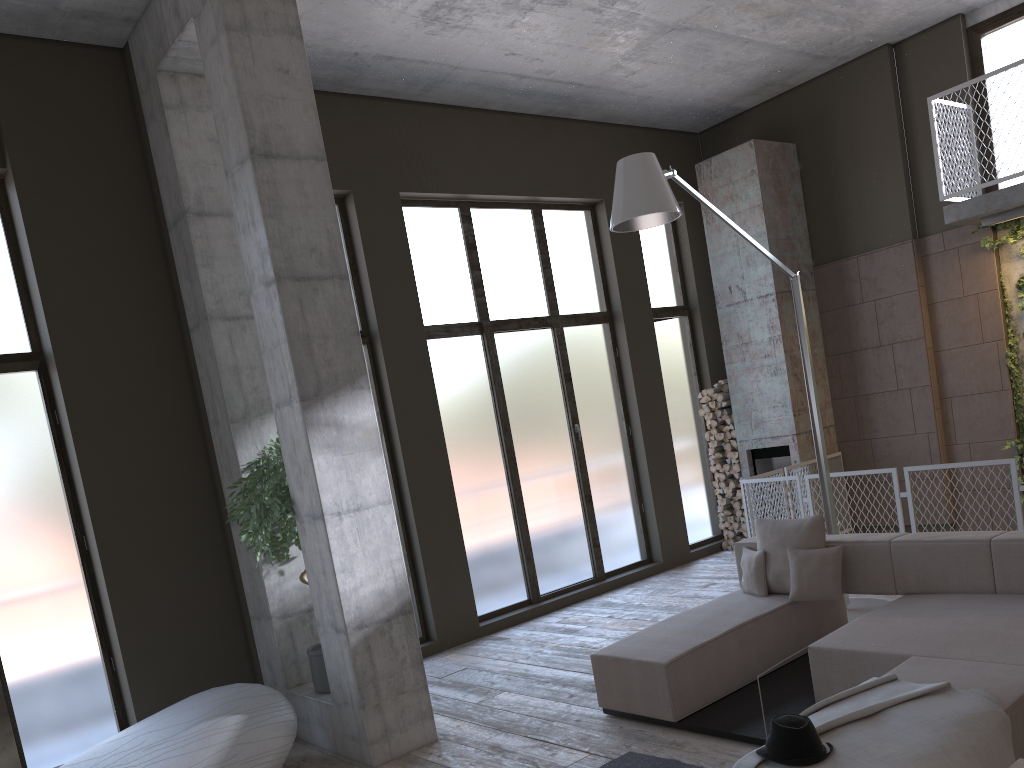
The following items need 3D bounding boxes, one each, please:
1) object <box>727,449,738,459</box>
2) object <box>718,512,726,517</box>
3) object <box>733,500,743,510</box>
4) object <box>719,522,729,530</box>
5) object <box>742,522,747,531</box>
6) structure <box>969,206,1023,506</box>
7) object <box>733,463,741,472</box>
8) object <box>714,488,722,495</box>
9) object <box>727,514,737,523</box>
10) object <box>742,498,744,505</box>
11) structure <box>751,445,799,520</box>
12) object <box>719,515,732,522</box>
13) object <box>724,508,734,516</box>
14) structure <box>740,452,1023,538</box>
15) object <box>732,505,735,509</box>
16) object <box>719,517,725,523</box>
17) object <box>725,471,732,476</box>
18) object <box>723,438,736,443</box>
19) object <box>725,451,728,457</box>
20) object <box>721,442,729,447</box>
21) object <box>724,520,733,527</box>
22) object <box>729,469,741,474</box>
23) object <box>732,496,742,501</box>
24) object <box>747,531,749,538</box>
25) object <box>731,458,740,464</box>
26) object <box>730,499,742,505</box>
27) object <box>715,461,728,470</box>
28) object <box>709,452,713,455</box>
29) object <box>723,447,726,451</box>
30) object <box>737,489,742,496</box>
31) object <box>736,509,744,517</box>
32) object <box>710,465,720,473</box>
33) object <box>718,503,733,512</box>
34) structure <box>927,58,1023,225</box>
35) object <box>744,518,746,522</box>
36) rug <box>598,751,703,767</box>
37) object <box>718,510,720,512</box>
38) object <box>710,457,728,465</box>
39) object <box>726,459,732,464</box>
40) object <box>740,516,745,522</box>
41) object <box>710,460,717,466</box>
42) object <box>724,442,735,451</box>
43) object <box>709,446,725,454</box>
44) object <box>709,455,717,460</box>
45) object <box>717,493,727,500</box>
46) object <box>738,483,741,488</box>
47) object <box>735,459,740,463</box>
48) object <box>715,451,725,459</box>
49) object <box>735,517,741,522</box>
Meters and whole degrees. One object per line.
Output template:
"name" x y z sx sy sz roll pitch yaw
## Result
"object" 2.776 0.825 10.630 0.431 0.094 0.093 -8 0 -38
"object" 2.714 1.591 10.904 0.358 0.068 0.123 -8 -2 -40
"object" 2.813 1.448 10.662 0.289 0.108 0.099 -9 0 -40
"object" 2.756 1.729 10.941 0.431 0.093 0.092 -8 0 -38
"object" 2.896 1.691 10.578 0.288 0.104 0.102 -9 0 -40
"structure" 5.661 -0.194 7.820 0.988 3.856 2.648 -14 5 -39
"object" 2.771 0.981 10.509 0.288 0.104 0.102 -9 0 -40
"object" 2.685 1.297 10.907 0.430 0.108 0.080 -8 1 -39
"object" 2.837 1.622 10.790 0.472 0.084 0.094 -8 0 -38
"object" 2.912 1.385 10.575 0.358 0.126 0.064 -9 2 -37
"structure" 3.093 1.176 10.169 0.055 0.936 0.580 -15 5 -39
"object" 2.713 1.628 10.805 0.416 0.073 0.072 -8 0 -38
"object" 2.801 1.557 10.850 0.429 0.080 0.116 -8 -1 -38
"structure" 4.532 1.019 7.920 1.898 0.941 4.475 -9 -3 -39
"object" 2.850 1.476 10.836 0.287 0.103 0.105 -9 0 -38
"object" 2.745 1.660 10.907 0.419 0.086 0.067 -8 1 -36
"object" 2.739 1.058 10.718 0.354 0.075 0.065 -8 0 -40
"object" 2.694 0.661 10.608 0.327 0.057 0.090 -8 -2 -38
"object" 2.745 0.819 10.705 0.357 0.087 0.102 -8 -1 -38
"object" 2.683 0.706 10.675 0.354 0.075 0.065 -8 0 -37
"object" 2.809 1.686 10.872 0.448 0.090 0.091 -8 0 -38
"object" 2.797 1.030 10.634 0.358 0.068 0.123 -8 -2 -38
"object" 2.820 1.370 10.678 0.327 0.057 0.090 -8 -2 -38
"object" 2.982 1.783 10.614 0.358 0.126 0.064 -9 2 -37
"object" 2.812 0.897 10.600 0.416 0.068 0.068 -8 0 -38
"object" 2.809 1.416 10.745 0.354 0.075 0.065 -8 0 -37
"object" 2.683 0.976 10.803 0.448 0.090 0.091 -8 0 -38
"object" 2.591 0.813 10.852 0.417 0.072 0.068 -8 0 -38
"object" 2.724 0.767 10.766 0.287 0.103 0.105 -9 0 -38
"object" 2.906 1.273 10.601 0.472 0.084 0.094 -8 0 -38
"object" 2.901 1.535 10.700 0.431 0.094 0.093 -8 0 -38
"object" 2.631 1.019 10.871 0.431 0.093 0.092 -8 0 -38
"object" 2.728 1.497 10.856 0.448 0.090 0.091 -8 0 -37
"structure" 5.075 -0.732 6.614 2.988 4.355 3.715 -12 3 -39
"object" 2.887 1.615 10.565 0.247 0.048 0.063 -8 -1 -40
"rug" -0.074 2.164 3.662 2.875 0.049 1.174 -8 -4 -39
"object" 2.717 1.522 10.922 0.417 0.072 0.068 -8 0 -38
"object" 2.588 0.918 10.736 0.416 0.073 0.072 -8 0 -38
"object" 2.762 0.911 10.663 0.416 0.068 0.068 -8 0 -38
"object" 2.937 1.606 10.669 0.416 0.068 0.068 -8 0 -38
"object" 2.620 0.951 10.838 0.419 0.086 0.067 -8 1 -36
"object" 2.688 0.738 10.592 0.289 0.108 0.099 -9 0 -40
"object" 2.603 0.788 10.786 0.448 0.090 0.091 -8 0 -37
"object" 2.589 0.882 10.835 0.358 0.068 0.123 -8 -2 -40
"object" 2.703 1.398 10.933 0.359 0.119 0.070 -9 2 -39
"object" 2.906 1.193 10.614 0.428 0.080 0.116 -8 -1 -40
"object" 2.762 0.906 10.495 0.247 0.048 0.063 -8 -1 -40
"object" 2.676 0.848 10.780 0.429 0.080 0.116 -8 -1 -38
"object" 2.887 1.620 10.733 0.416 0.068 0.068 -8 0 -38
